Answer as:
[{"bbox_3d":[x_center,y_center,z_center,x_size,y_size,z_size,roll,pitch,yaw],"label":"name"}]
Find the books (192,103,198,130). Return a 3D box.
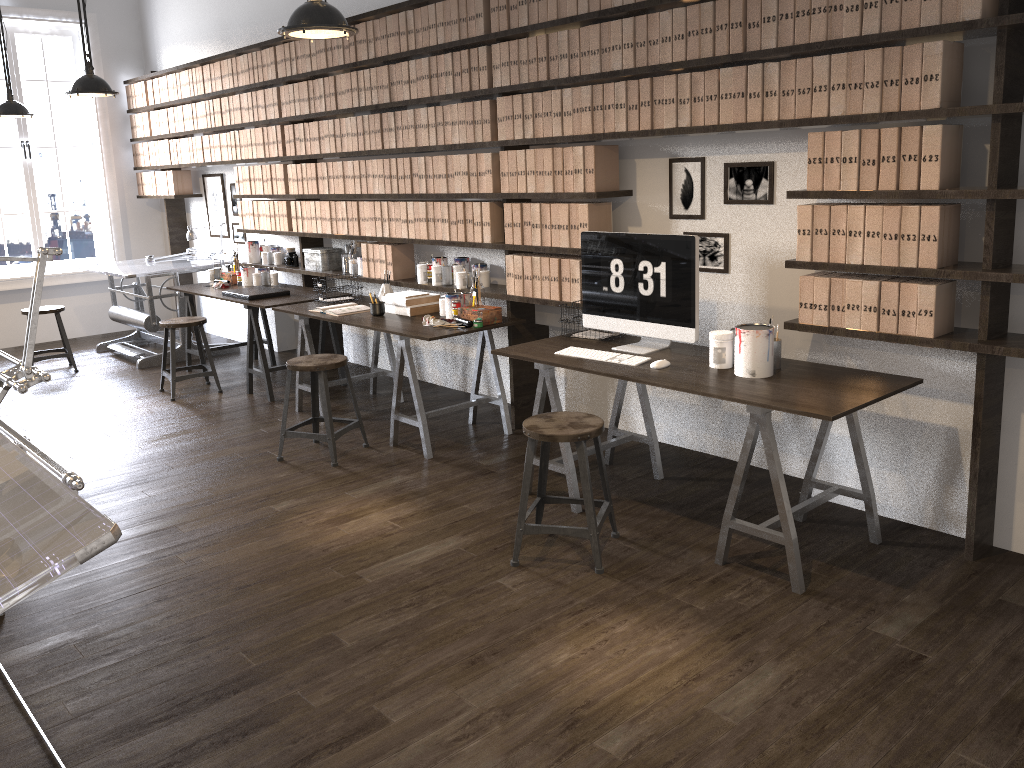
[{"bbox_3d":[-2.624,-2.281,7.565,0.175,0.223,0.067,-13,15,-40],"label":"books"}]

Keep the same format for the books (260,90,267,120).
[{"bbox_3d":[-1.784,-2.084,6.630,0.175,0.223,0.067,-13,15,-41],"label":"books"}]

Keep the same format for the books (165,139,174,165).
[{"bbox_3d":[-3.061,-2.122,8.102,0.175,0.223,0.067,-13,15,-41],"label":"books"}]

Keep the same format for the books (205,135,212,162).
[{"bbox_3d":[-2.476,-1.981,7.460,0.175,0.223,0.067,-13,15,-40],"label":"books"}]

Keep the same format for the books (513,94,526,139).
[{"bbox_3d":[0.096,-1.390,4.614,0.175,0.223,0.067,-13,15,-41],"label":"books"}]

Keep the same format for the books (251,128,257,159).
[{"bbox_3d":[-1.912,-1.857,6.838,0.175,0.223,0.067,-13,15,-41],"label":"books"}]

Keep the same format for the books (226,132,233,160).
[{"bbox_3d":[-2.202,-1.917,7.157,0.175,0.223,0.067,-13,15,-40],"label":"books"}]

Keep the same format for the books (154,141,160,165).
[{"bbox_3d":[-3.243,-2.166,8.308,0.175,0.223,0.067,-13,15,-41],"label":"books"}]

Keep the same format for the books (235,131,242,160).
[{"bbox_3d":[-2.101,-1.901,7.046,0.175,0.223,0.067,-13,15,-40],"label":"books"}]

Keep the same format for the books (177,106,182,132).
[{"bbox_3d":[-2.850,-2.333,7.815,0.175,0.223,0.067,-13,15,-40],"label":"books"}]

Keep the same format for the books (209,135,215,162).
[{"bbox_3d":[-2.426,-1.970,7.411,0.175,0.223,0.067,-13,15,-41],"label":"books"}]

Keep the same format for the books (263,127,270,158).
[{"bbox_3d":[-1.779,-1.827,6.695,0.175,0.223,0.067,-13,15,-41],"label":"books"}]

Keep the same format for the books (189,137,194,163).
[{"bbox_3d":[-2.710,-2.034,7.716,0.175,0.223,0.067,-13,15,-40],"label":"books"}]

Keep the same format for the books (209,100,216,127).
[{"bbox_3d":[-2.393,-2.227,7.308,0.175,0.223,0.067,-13,15,-41],"label":"books"}]

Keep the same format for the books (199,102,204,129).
[{"bbox_3d":[-2.532,-2.259,7.461,0.175,0.223,0.067,-13,15,-41],"label":"books"}]

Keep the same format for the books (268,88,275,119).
[{"bbox_3d":[-1.696,-2.065,6.537,0.175,0.223,0.067,-13,15,-40],"label":"books"}]

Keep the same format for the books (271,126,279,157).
[{"bbox_3d":[-1.688,-1.805,6.588,0.175,0.223,0.067,-13,15,-40],"label":"books"}]

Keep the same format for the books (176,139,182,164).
[{"bbox_3d":[-2.896,-2.079,7.929,0.175,0.223,0.067,-13,15,-40],"label":"books"}]

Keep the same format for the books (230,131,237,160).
[{"bbox_3d":[-2.151,-1.912,7.097,0.175,0.223,0.067,-13,15,-40],"label":"books"}]

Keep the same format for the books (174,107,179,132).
[{"bbox_3d":[-2.897,-2.344,7.868,0.175,0.223,0.067,-13,15,-40],"label":"books"}]

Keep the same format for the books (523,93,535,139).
[{"bbox_3d":[0.147,-1.379,4.563,0.175,0.223,0.067,-13,15,-41],"label":"books"}]

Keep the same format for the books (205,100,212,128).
[{"bbox_3d":[-2.438,-2.236,7.352,0.175,0.223,0.067,-13,15,-40],"label":"books"}]

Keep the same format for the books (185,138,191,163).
[{"bbox_3d":[-2.758,-2.045,7.769,0.175,0.223,0.067,-13,15,-41],"label":"books"}]

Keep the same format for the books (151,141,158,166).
[{"bbox_3d":[-3.294,-2.176,8.360,0.175,0.223,0.067,-13,15,-41],"label":"books"}]

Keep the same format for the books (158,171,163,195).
[{"bbox_3d":[-3.228,-1.895,8.355,0.175,0.223,0.067,-13,15,-41],"label":"books"}]

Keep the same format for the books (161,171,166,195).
[{"bbox_3d":[-3.185,-1.886,8.310,0.175,0.223,0.067,-13,15,-41],"label":"books"}]

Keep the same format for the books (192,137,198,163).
[{"bbox_3d":[-2.665,-2.025,7.672,0.175,0.223,0.067,-13,15,-41],"label":"books"}]

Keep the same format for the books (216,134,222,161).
[{"bbox_3d":[-2.338,-1.948,7.305,0.175,0.223,0.067,-13,15,-40],"label":"books"}]

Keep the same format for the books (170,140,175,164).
[{"bbox_3d":[-2.999,-2.102,8.040,0.175,0.223,0.067,-13,15,-41],"label":"books"}]

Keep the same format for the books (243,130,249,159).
[{"bbox_3d":[-2.006,-1.880,6.944,0.175,0.223,0.067,-13,15,-41],"label":"books"}]

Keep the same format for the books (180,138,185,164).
[{"bbox_3d":[-2.848,-2.069,7.879,0.175,0.223,0.067,-13,15,-40],"label":"books"}]

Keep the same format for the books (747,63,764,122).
[{"bbox_3d":[1.030,-1.173,3.582,0.175,0.223,0.067,-13,15,-40],"label":"books"}]

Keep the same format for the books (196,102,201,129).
[{"bbox_3d":[-2.576,-2.270,7.515,0.175,0.223,0.067,-13,15,-40],"label":"books"}]

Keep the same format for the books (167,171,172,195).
[{"bbox_3d":[-3.092,-1.865,8.211,0.175,0.223,0.067,-13,15,-40],"label":"books"}]

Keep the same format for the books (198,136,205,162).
[{"bbox_3d":[-2.574,-2.003,7.567,0.175,0.223,0.067,-13,15,-41],"label":"books"}]

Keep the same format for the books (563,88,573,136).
[{"bbox_3d":[0.335,-1.336,4.355,0.175,0.223,0.067,-13,15,-40],"label":"books"}]

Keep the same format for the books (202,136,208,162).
[{"bbox_3d":[-2.520,-1.993,7.516,0.175,0.223,0.067,-13,15,-40],"label":"books"}]

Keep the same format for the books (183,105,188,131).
[{"bbox_3d":[-2.761,-2.312,7.716,0.175,0.223,0.067,-13,15,-40],"label":"books"}]

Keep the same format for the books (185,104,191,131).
[{"bbox_3d":[-2.720,-2.302,7.669,0.175,0.223,0.067,-13,15,-40],"label":"books"}]

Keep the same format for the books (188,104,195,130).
[{"bbox_3d":[-2.673,-2.291,7.614,0.175,0.223,0.067,-13,15,-41],"label":"books"}]

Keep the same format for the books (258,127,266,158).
[{"bbox_3d":[-1.828,-1.837,6.741,0.175,0.223,0.067,-13,15,-40],"label":"books"}]

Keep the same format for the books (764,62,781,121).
[{"bbox_3d":[1.081,-1.163,3.531,0.175,0.223,0.067,-13,15,-40],"label":"books"}]

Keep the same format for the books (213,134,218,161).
[{"bbox_3d":[-2.378,-1.960,7.359,0.175,0.223,0.067,-13,15,-41],"label":"books"}]

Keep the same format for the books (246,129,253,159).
[{"bbox_3d":[-1.962,-1.868,6.890,0.175,0.223,0.067,-13,15,-40],"label":"books"}]

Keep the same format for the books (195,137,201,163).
[{"bbox_3d":[-2.619,-2.015,7.626,0.175,0.223,0.067,-13,15,-40],"label":"books"}]

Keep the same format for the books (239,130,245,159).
[{"bbox_3d":[-2.051,-1.891,6.997,0.175,0.223,0.067,-13,15,-41],"label":"books"}]

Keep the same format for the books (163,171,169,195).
[{"bbox_3d":[-3.144,-1.875,8.258,0.175,0.223,0.067,-13,15,-40],"label":"books"}]

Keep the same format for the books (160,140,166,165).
[{"bbox_3d":[-3.149,-2.145,8.207,0.175,0.223,0.067,-13,15,-40],"label":"books"}]

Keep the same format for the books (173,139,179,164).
[{"bbox_3d":[-2.945,-2.089,7.978,0.175,0.223,0.067,-13,15,-41],"label":"books"}]

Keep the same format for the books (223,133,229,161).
[{"bbox_3d":[-2.249,-1.928,7.212,0.175,0.223,0.067,-13,15,-41],"label":"books"}]

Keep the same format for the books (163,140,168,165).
[{"bbox_3d":[-3.100,-2.133,8.151,0.175,0.223,0.067,-13,15,-40],"label":"books"}]

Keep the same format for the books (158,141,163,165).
[{"bbox_3d":[-3.194,-2.156,8.260,0.175,0.223,0.067,-13,15,-40],"label":"books"}]

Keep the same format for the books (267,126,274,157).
[{"bbox_3d":[-1.732,-1.816,6.643,0.175,0.223,0.067,-13,15,-41],"label":"books"}]

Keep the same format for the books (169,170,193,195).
[{"bbox_3d":[-3.047,-1.854,8.159,0.175,0.223,0.067,-13,15,-40],"label":"books"}]

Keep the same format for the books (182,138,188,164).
[{"bbox_3d":[-2.804,-2.057,7.825,0.175,0.223,0.067,-13,15,-41],"label":"books"}]

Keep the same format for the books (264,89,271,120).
[{"bbox_3d":[-1.736,-2.075,6.584,0.175,0.223,0.067,-13,15,-40],"label":"books"}]

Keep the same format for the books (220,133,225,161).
[{"bbox_3d":[-2.290,-1.939,7.259,0.175,0.223,0.067,-13,15,-41],"label":"books"}]

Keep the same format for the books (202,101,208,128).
[{"bbox_3d":[-2.486,-2.247,7.405,0.175,0.223,0.067,-13,15,-41],"label":"books"}]

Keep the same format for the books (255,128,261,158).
[{"bbox_3d":[-1.869,-1.848,6.793,0.175,0.223,0.067,-13,15,-41],"label":"books"}]
